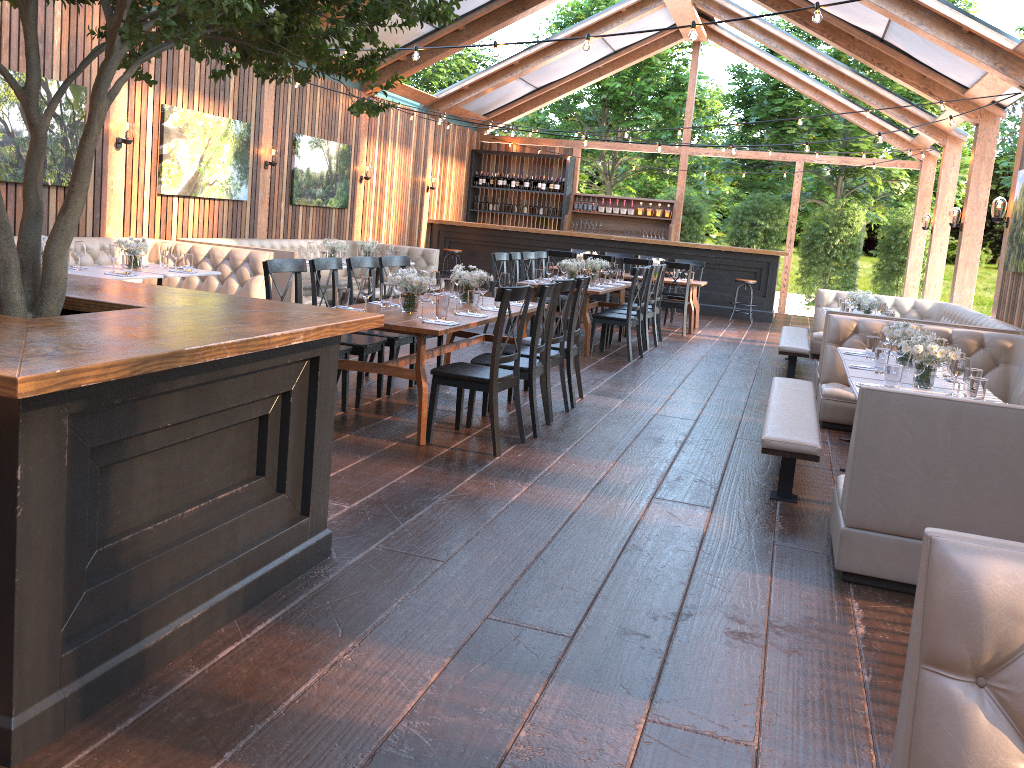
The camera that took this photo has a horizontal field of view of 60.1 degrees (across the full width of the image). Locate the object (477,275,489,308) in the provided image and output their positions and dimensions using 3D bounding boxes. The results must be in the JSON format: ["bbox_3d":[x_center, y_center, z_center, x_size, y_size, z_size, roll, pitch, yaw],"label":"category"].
[{"bbox_3d":[-0.223,-0.707,6.780,0.092,0.242,0.093,8,8,20],"label":"object"}]

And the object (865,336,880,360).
[{"bbox_3d":[2.534,-0.255,6.229,0.092,0.157,0.092,6,8,3],"label":"object"}]

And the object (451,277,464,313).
[{"bbox_3d":[-0.390,-0.634,6.308,0.092,0.242,0.093,7,8,14],"label":"object"}]

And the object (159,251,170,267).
[{"bbox_3d":[-3.323,-1.198,8.455,0.092,0.157,0.092,-1,10,-36],"label":"object"}]

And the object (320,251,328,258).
[{"bbox_3d":[-2.285,-1.527,10.713,0.092,0.157,0.092,6,8,3],"label":"object"}]

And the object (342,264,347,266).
[{"bbox_3d":[-2.139,-1.482,10.920,0.255,0.019,0.158,8,11,17],"label":"object"}]

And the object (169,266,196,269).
[{"bbox_3d":[-3.164,-1.114,8.463,0.158,0.019,0.257,8,11,17],"label":"object"}]

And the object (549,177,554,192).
[{"bbox_3d":[0.838,-4.211,18.689,0.078,0.310,0.078,7,7,12],"label":"object"}]

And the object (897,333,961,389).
[{"bbox_3d":[2.387,-0.130,5.083,0.338,0.307,0.330,10,10,29],"label":"object"}]

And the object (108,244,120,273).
[{"bbox_3d":[-3.366,-1.061,7.474,0.092,0.242,0.093,2,8,-25],"label":"object"}]

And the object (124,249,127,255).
[{"bbox_3d":[-3.510,-1.150,8.113,0.092,0.157,0.092,6,8,3],"label":"object"}]

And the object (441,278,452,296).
[{"bbox_3d":[-0.547,-0.789,7.292,0.092,0.157,0.092,-1,10,-36],"label":"object"}]

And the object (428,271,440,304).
[{"bbox_3d":[-0.597,-0.741,6.772,0.092,0.242,0.093,1,8,-30],"label":"object"}]

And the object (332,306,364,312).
[{"bbox_3d":[-1.069,-0.498,5.862,0.255,0.019,0.158,8,11,17],"label":"object"}]

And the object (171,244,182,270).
[{"bbox_3d":[-3.125,-1.181,8.231,0.092,0.242,0.093,8,8,20],"label":"object"}]

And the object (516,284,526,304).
[{"bbox_3d":[0.071,-0.754,7.401,0.092,0.157,0.092,-1,10,-36],"label":"object"}]

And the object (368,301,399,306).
[{"bbox_3d":[-0.903,-0.583,6.417,0.255,0.019,0.158,8,11,17],"label":"object"}]

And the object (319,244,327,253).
[{"bbox_3d":[-2.316,-1.591,10.811,0.092,0.242,0.093,2,8,-25],"label":"object"}]

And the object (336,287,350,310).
[{"bbox_3d":[-1.091,-0.537,5.686,0.092,0.157,0.092,13,11,43],"label":"object"}]

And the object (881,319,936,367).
[{"bbox_3d":[2.679,-0.274,5.994,0.338,0.307,0.330,11,11,33],"label":"object"}]

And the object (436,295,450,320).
[{"bbox_3d":[-0.456,-0.501,5.798,0.092,0.157,0.092,10,9,33],"label":"object"}]

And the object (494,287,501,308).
[{"bbox_3d":[-0.095,-0.664,6.843,0.092,0.157,0.092,13,11,43],"label":"object"}]

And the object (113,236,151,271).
[{"bbox_3d":[-3.365,-1.169,7.873,0.338,0.307,0.330,11,11,33],"label":"object"}]

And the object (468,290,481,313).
[{"bbox_3d":[-0.277,-0.590,6.357,0.092,0.157,0.092,9,9,23],"label":"object"}]

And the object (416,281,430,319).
[{"bbox_3d":[-0.580,-0.546,5.748,0.092,0.242,0.093,2,8,-25],"label":"object"}]

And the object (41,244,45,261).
[{"bbox_3d":[-3.610,-0.946,6.744,0.092,0.242,0.093,2,8,-25],"label":"object"}]

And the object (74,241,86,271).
[{"bbox_3d":[-3.633,-1.077,7.432,0.092,0.242,0.093,2,8,-25],"label":"object"}]

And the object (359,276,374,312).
[{"bbox_3d":[-0.939,-0.570,5.700,0.092,0.242,0.093,5,7,-2],"label":"object"}]

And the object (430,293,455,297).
[{"bbox_3d":[-0.551,-0.754,7.481,0.255,0.019,0.158,8,11,17],"label":"object"}]

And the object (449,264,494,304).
[{"bbox_3d":[-0.335,-0.792,7.001,0.336,0.307,0.332,-1,11,-35],"label":"object"}]

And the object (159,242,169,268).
[{"bbox_3d":[-3.285,-1.217,8.347,0.092,0.242,0.093,2,8,-25],"label":"object"}]

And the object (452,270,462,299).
[{"bbox_3d":[-0.452,-0.830,7.322,0.093,0.242,0.092,12,10,42],"label":"object"}]

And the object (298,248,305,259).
[{"bbox_3d":[-2.604,-1.597,10.935,0.092,0.157,0.092,6,8,3],"label":"object"}]

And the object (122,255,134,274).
[{"bbox_3d":[-3.266,-1.017,7.515,0.092,0.157,0.092,6,8,3],"label":"object"}]

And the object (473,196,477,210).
[{"bbox_3d":[-0.809,-3.968,19.359,0.094,0.306,0.095,6,7,4],"label":"object"}]

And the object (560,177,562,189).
[{"bbox_3d":[1.036,-4.228,18.813,0.087,0.332,0.088,5,7,-3],"label":"object"}]

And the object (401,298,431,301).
[{"bbox_3d":[-0.731,-0.666,6.925,0.255,0.019,0.158,8,11,17],"label":"object"}]

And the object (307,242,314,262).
[{"bbox_3d":[-2.497,-1.637,10.965,0.092,0.242,0.093,2,8,-25],"label":"object"}]

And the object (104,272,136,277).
[{"bbox_3d":[-3.275,-0.918,7.358,0.255,0.019,0.158,8,11,17],"label":"object"}]

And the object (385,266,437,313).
[{"bbox_3d":[-0.684,-0.639,6.015,0.336,0.307,0.331,7,9,13],"label":"object"}]

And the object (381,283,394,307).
[{"bbox_3d":[-0.883,-0.625,6.235,0.092,0.157,0.092,13,11,43],"label":"object"}]

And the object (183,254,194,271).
[{"bbox_3d":[-3.026,-1.137,8.272,0.092,0.157,0.092,6,8,3],"label":"object"}]

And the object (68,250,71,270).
[{"bbox_3d":[-3.740,-1.038,7.402,0.092,0.157,0.092,6,8,3],"label":"object"}]

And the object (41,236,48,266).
[{"bbox_3d":[-3.657,-1.025,6.963,0.338,0.307,0.330,10,10,29],"label":"object"}]

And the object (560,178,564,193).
[{"bbox_3d":[1.067,-4.178,18.645,0.076,0.300,0.075,10,8,34],"label":"object"}]

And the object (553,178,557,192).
[{"bbox_3d":[0.934,-4.228,18.830,0.077,0.307,0.078,5,7,-4],"label":"object"}]

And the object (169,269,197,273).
[{"bbox_3d":[-3.034,-1.037,8.115,0.255,0.019,0.158,8,11,17],"label":"object"}]

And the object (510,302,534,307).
[{"bbox_3d":[0.044,-0.653,7.224,0.255,0.019,0.158,8,11,17],"label":"object"}]

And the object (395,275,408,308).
[{"bbox_3d":[-0.790,-0.663,6.279,0.092,0.242,0.093,7,8,14],"label":"object"}]

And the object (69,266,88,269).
[{"bbox_3d":[-3.744,-1.000,7.575,0.255,0.019,0.158,8,11,17],"label":"object"}]

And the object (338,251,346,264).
[{"bbox_3d":[-2.130,-1.581,11.077,0.092,0.157,0.092,6,8,3],"label":"object"}]

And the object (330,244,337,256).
[{"bbox_3d":[-2.230,-1.626,11.036,0.092,0.242,0.093,2,8,-25],"label":"object"}]

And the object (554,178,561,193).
[{"bbox_3d":[0.960,-4.202,18.692,0.137,0.313,0.137,8,8,24],"label":"object"}]

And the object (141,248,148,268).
[{"bbox_3d":[-3.403,-1.190,8.144,0.092,0.242,0.093,2,8,-25],"label":"object"}]

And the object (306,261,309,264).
[{"bbox_3d":[-2.457,-1.474,10.722,0.158,0.019,0.257,8,11,17],"label":"object"}]

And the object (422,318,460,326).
[{"bbox_3d":[-0.471,-0.398,5.613,0.255,0.019,0.158,8,11,17],"label":"object"}]

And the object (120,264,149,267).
[{"bbox_3d":[-3.514,-1.113,8.287,0.255,0.019,0.158,8,11,17],"label":"object"}]

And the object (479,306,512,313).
[{"bbox_3d":[-0.136,-0.566,6.673,0.255,0.019,0.158,8,11,17],"label":"object"}]

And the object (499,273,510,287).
[{"bbox_3d":[-0.065,-0.799,7.347,0.092,0.242,0.093,8,8,20],"label":"object"}]

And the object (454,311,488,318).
[{"bbox_3d":[-0.304,-0.491,6.191,0.255,0.019,0.158,8,11,17],"label":"object"}]
